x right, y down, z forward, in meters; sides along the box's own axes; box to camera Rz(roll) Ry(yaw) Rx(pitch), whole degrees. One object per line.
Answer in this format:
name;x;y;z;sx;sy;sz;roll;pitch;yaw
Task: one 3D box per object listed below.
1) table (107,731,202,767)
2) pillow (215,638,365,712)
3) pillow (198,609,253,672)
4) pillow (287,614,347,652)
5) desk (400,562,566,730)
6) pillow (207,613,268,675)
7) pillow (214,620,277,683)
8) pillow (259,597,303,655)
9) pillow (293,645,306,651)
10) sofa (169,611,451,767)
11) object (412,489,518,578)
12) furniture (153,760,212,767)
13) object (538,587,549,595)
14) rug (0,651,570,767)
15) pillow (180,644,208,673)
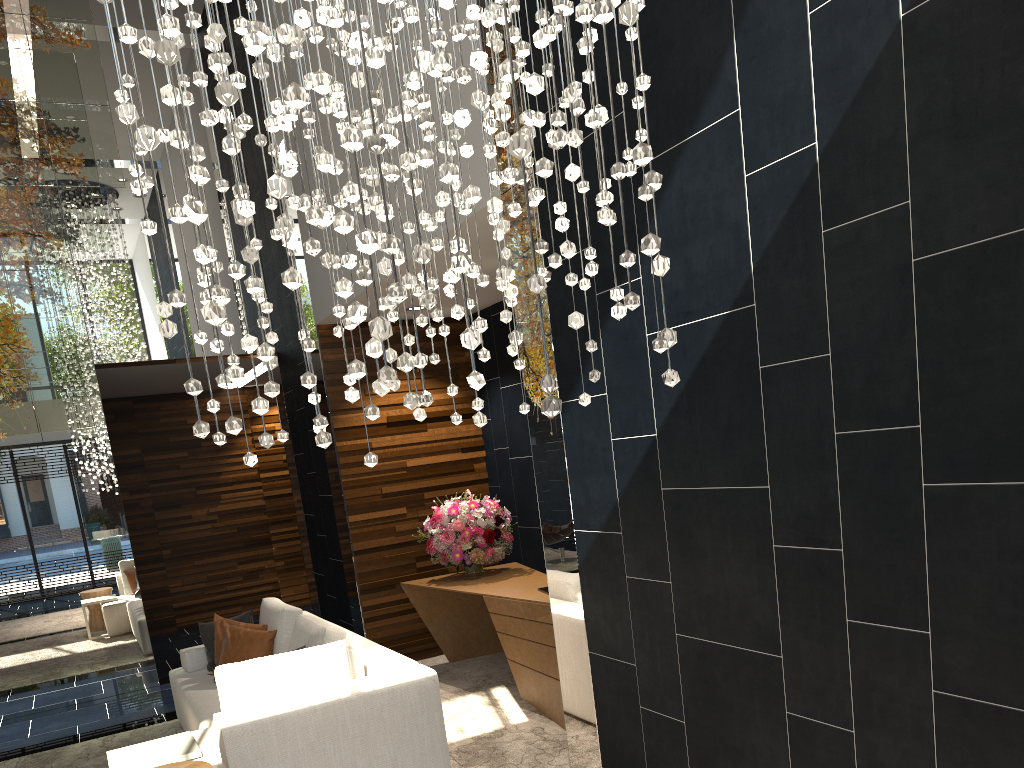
table;-1.729;2.030;4.257;0.393;0.476;0.398;-9;4;-27
pillow;-1.058;1.524;4.212;0.701;0.470;0.216;-7;6;-25
pillow;-1.973;1.785;5.999;0.558;0.425;0.247;-7;6;21
pillow;-1.166;1.599;5.037;0.285;0.444;0.719;-10;1;-27
desk;0.100;1.782;6.141;0.975;0.762;2.246;-8;-2;-28
pillow;-1.853;1.754;5.817;0.554;0.440;0.235;-7;6;28
pillow;-1.757;1.753;5.618;0.524;0.422;0.260;-6;5;33
pillow;-1.578;1.699;5.831;0.243;0.460;0.719;-11;2;-28
pillow;-1.346;1.654;4.714;0.301;0.372;0.493;-6;2;22
sofa;-1.525;1.953;5.218;1.271;0.695;2.854;-7;-3;-28
object;-0.330;1.145;6.586;0.677;0.691;0.661;-9;4;-36
furniture;-1.437;1.927;3.685;0.394;0.533;0.382;-7;5;8
object;0.381;1.313;5.389;0.239;0.027;0.708;-6;-4;-17
rug;-1.891;2.341;5.004;5.815;0.006;3.216;-5;-4;-27
pillow;-2.076;1.940;6.267;0.613;0.154;0.240;-6;-1;-32
